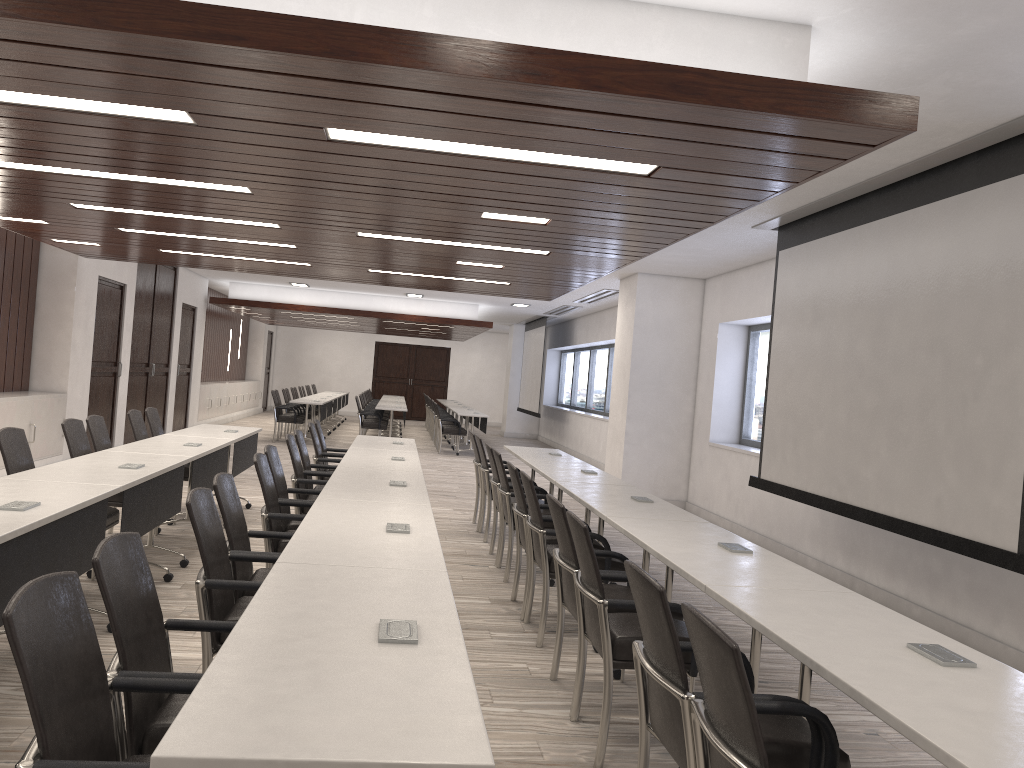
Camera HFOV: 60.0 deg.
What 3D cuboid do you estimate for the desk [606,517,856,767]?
[{"bbox_3d":[0.846,1.113,3.947,0.577,0.795,1.509,5,0,-7],"label":"desk"}]

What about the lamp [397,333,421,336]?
[{"bbox_3d":[-2.589,-1.328,23.536,1.496,0.045,0.236,5,0,-7],"label":"lamp"}]

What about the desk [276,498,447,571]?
[{"bbox_3d":[-0.634,0.993,3.755,0.577,0.795,1.509,5,0,-7],"label":"desk"}]

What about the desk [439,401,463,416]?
[{"bbox_3d":[-1.604,0.860,23.023,0.577,0.795,1.509,5,0,-7],"label":"desk"}]

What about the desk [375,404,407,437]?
[{"bbox_3d":[-2.309,0.820,16.797,0.577,0.795,1.509,5,0,-7],"label":"desk"}]

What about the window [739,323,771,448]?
[{"bbox_3d":[3.280,0.063,7.171,0.118,1.419,6.968,5,0,-7],"label":"window"}]

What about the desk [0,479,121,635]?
[{"bbox_3d":[-2.136,0.872,3.561,0.577,0.795,1.509,5,0,-7],"label":"desk"}]

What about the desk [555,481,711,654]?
[{"bbox_3d":[0.652,1.093,5.457,0.577,0.795,1.509,5,0,-7],"label":"desk"}]

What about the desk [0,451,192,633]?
[{"bbox_3d":[-2.329,0.852,5.071,0.577,0.795,1.509,5,0,-7],"label":"desk"}]

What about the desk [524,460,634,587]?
[{"bbox_3d":[0.458,1.073,6.970,0.577,0.795,1.509,5,0,-7],"label":"desk"}]

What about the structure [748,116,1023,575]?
[{"bbox_3d":[2.392,-0.253,5.936,0.438,2.329,3.550,5,0,-7],"label":"structure"}]

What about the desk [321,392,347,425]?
[{"bbox_3d":[-4.586,0.619,22.637,0.577,0.795,1.509,5,0,-7],"label":"desk"}]

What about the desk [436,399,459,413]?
[{"bbox_3d":[-1.798,0.840,24.533,0.577,0.795,1.509,5,0,-7],"label":"desk"}]

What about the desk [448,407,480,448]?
[{"bbox_3d":[-1.023,0.920,18.499,0.577,0.795,1.509,5,0,-7],"label":"desk"}]

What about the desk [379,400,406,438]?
[{"bbox_3d":[-2.696,0.780,19.808,0.577,0.795,1.509,5,0,-7],"label":"desk"}]

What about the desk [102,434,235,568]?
[{"bbox_3d":[-2.524,0.832,6.584,0.577,0.795,1.509,5,0,-7],"label":"desk"}]

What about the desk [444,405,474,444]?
[{"bbox_3d":[-1.216,0.900,20.000,0.577,0.795,1.509,5,0,-7],"label":"desk"}]

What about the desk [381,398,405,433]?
[{"bbox_3d":[-2.890,0.760,21.319,0.577,0.795,1.509,5,0,-7],"label":"desk"}]

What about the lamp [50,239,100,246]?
[{"bbox_3d":[-4.318,-1.426,8.776,0.464,0.045,0.236,5,0,-7],"label":"lamp"}]

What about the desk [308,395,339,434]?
[{"bbox_3d":[-4.197,0.659,19.614,0.577,0.795,1.509,5,0,-7],"label":"desk"}]

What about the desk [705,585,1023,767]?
[{"bbox_3d":[1.039,1.133,2.446,0.577,0.795,1.509,5,0,-7],"label":"desk"}]

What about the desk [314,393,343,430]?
[{"bbox_3d":[-4.391,0.639,21.124,0.577,0.795,1.509,5,0,-7],"label":"desk"}]

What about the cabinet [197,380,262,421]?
[{"bbox_3d":[-6.666,0.304,20.740,0.476,0.698,7.540,5,0,-7],"label":"cabinet"}]

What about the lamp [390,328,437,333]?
[{"bbox_3d":[-2.281,-1.296,21.136,1.496,0.045,0.236,5,0,-7],"label":"lamp"}]

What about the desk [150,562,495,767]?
[{"bbox_3d":[-0.441,1.013,2.254,0.577,0.795,1.509,5,0,-7],"label":"desk"}]

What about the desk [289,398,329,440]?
[{"bbox_3d":[-3.811,0.699,16.603,0.577,0.795,1.509,5,0,-7],"label":"desk"}]

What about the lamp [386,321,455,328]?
[{"bbox_3d":[-1.917,-1.258,18.300,1.496,0.045,0.236,5,0,-7],"label":"lamp"}]

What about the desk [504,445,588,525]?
[{"bbox_3d":[0.264,1.053,8.480,0.577,0.795,1.509,5,0,-7],"label":"desk"}]

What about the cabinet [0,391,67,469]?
[{"bbox_3d":[-4.827,0.494,6.425,0.476,0.698,7.540,5,0,-7],"label":"cabinet"}]

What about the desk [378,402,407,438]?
[{"bbox_3d":[-2.503,0.800,18.307,0.577,0.795,1.509,5,0,-7],"label":"desk"}]

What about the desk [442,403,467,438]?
[{"bbox_3d":[-1.410,0.880,21.510,0.577,0.795,1.509,5,0,-7],"label":"desk"}]

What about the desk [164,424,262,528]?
[{"bbox_3d":[-2.718,0.812,8.094,0.577,0.795,1.509,5,0,-7],"label":"desk"}]

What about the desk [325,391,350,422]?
[{"bbox_3d":[-4.780,0.599,24.147,0.577,0.795,1.509,5,0,-7],"label":"desk"}]

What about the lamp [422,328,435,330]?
[{"bbox_3d":[-1.814,-1.254,19.866,0.421,0.046,0.236,5,0,-7],"label":"lamp"}]

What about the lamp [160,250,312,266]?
[{"bbox_3d":[-2.790,-1.302,8.974,1.496,0.045,0.236,5,0,-7],"label":"lamp"}]

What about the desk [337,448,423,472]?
[{"bbox_3d":[-1.022,0.953,6.778,0.577,0.795,1.509,5,0,-7],"label":"desk"}]

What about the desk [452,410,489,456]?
[{"bbox_3d":[-0.829,0.940,16.989,0.577,0.795,1.509,5,0,-7],"label":"desk"}]

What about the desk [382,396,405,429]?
[{"bbox_3d":[-3.084,0.740,22.832,0.577,0.795,1.509,5,0,-7],"label":"desk"}]

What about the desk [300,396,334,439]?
[{"bbox_3d":[-4.005,0.679,18.113,0.577,0.795,1.509,5,0,-7],"label":"desk"}]

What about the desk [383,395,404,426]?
[{"bbox_3d":[-3.278,0.720,24.342,0.577,0.795,1.509,5,0,-7],"label":"desk"}]

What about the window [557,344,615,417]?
[{"bbox_3d":[1.940,-0.075,17.597,0.118,1.419,10.452,5,0,-7],"label":"window"}]

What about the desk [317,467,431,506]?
[{"bbox_3d":[-0.828,0.973,5.265,0.577,0.795,1.509,5,0,-7],"label":"desk"}]

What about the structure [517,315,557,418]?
[{"bbox_3d":[0.466,-0.452,20.937,0.438,2.329,3.550,5,0,-7],"label":"structure"}]

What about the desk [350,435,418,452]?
[{"bbox_3d":[-1.216,0.933,8.289,0.577,0.795,1.509,5,0,-7],"label":"desk"}]
